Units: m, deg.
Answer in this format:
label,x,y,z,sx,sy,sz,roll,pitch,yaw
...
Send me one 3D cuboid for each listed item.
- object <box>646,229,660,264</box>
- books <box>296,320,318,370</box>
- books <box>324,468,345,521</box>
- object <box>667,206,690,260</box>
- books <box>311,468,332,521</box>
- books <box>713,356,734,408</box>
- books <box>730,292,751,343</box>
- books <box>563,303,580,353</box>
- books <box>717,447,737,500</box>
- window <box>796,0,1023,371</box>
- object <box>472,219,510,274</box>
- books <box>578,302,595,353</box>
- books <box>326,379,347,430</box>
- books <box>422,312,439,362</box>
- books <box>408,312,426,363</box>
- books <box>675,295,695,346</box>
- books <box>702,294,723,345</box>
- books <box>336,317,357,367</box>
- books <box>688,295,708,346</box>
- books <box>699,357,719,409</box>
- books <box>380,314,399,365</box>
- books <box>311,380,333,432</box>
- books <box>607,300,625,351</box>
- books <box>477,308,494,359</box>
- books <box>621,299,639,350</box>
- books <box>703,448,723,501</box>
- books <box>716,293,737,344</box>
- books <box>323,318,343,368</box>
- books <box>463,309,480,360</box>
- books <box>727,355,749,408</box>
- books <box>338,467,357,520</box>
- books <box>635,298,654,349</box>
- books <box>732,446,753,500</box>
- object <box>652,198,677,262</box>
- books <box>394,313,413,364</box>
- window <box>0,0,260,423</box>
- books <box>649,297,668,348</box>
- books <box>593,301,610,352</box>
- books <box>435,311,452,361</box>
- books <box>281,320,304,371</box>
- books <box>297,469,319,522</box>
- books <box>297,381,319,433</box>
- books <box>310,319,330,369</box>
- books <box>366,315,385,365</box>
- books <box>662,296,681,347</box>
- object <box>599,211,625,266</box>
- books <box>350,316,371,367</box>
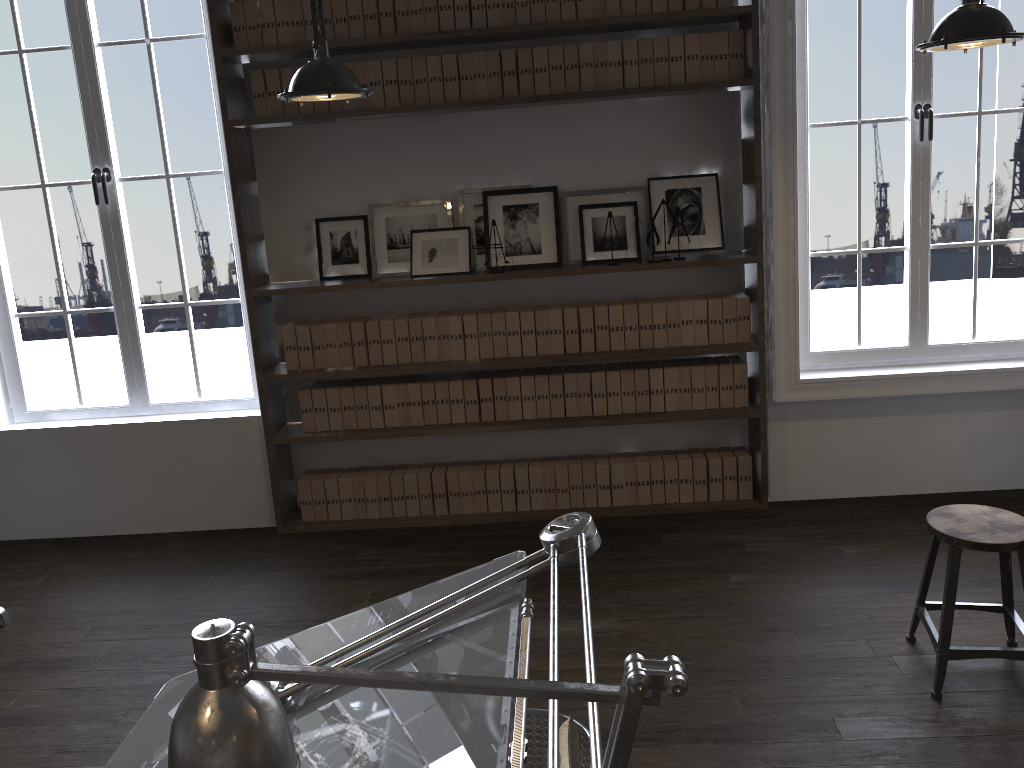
label,x,y,z,sx,sy,sz,roll,pitch,yaw
object,0.667,-0.650,4.184,0.066,0.164,0.040,-4,11,4
books,-1.027,-0.199,4.485,0.066,0.223,0.176,-4,12,4
books,-0.919,0.577,4.637,0.067,0.223,0.176,-4,12,4
object,0.795,-0.720,4.229,0.110,0.259,0.040,-4,11,4
books,-0.988,0.580,4.645,0.066,0.223,0.176,-4,12,4
books,1.056,-0.011,4.425,0.066,0.223,0.176,-4,12,4
books,1.122,-0.327,4.352,0.067,0.223,0.176,-4,12,4
books,0.295,-0.279,4.409,0.066,0.223,0.176,-4,12,4
books,1.097,0.456,4.517,0.066,0.223,0.176,-4,12,4
window,1.897,-1.190,4.112,1.244,2.287,0.155,-4,11,4
object,-0.104,-0.655,4.236,0.174,0.258,0.040,-4,11,4
books,0.368,-0.282,4.399,0.067,0.223,0.176,-4,12,4
books,-0.889,0.106,4.543,0.066,0.223,0.176,-4,12,4
books,-0.399,-0.236,4.446,0.067,0.223,0.176,-4,12,4
books,-0.465,-0.234,4.456,0.066,0.223,0.176,-4,12,4
books,0.852,-0.311,4.371,0.066,0.223,0.176,-4,12,4
books,0.988,-0.320,4.365,0.066,0.223,0.176,-4,12,4
books,-0.826,-0.212,4.479,0.066,0.223,0.176,-4,12,4
books,0.918,-0.315,4.365,0.067,0.223,0.176,-4,12,4
books,0.985,-0.007,4.429,0.066,0.223,0.176,-4,12,4
books,-0.607,-0.224,4.461,0.066,0.223,0.176,-4,12,4
books,-0.961,0.111,4.544,0.066,0.223,0.176,-4,12,4
books,0.514,-0.291,4.391,0.066,0.223,0.176,-4,12,4
books,-0.127,-0.254,4.434,0.066,0.223,0.176,-4,12,4
books,0.585,-0.296,4.391,0.066,0.223,0.176,-4,12,4
books,1.023,0.461,4.516,0.067,0.223,0.176,-4,12,4
books,1.058,-0.325,4.362,0.066,0.223,0.176,-4,12,4
books,-0.891,-0.208,4.481,0.066,0.223,0.176,-4,12,4
books,-0.197,-0.249,4.435,0.067,0.223,0.176,-4,12,4
books,1.126,-0.014,4.416,0.066,0.223,0.176,-4,12,4
books,-0.846,0.572,4.634,0.066,0.223,0.176,-4,12,4
books,0.655,-0.300,4.386,0.066,0.223,0.176,-4,12,4
books,1.172,0.452,4.510,0.066,0.223,0.176,-4,12,4
object,0.723,-0.729,4.202,0.118,0.301,0.040,-4,11,4
books,-0.536,-0.229,4.461,0.066,0.223,0.176,-4,12,4
window,-2.045,-0.977,4.477,1.482,2.473,0.155,-4,11,4
books,0.722,-0.303,4.376,0.067,0.223,0.176,-4,12,4
books,0.443,-0.288,4.400,0.066,0.223,0.176,-4,12,4
books,-0.332,-0.241,4.447,0.066,0.223,0.176,-4,12,4
books,-1.099,-0.195,4.493,0.066,0.223,0.176,-4,12,4
books,-1.058,0.584,4.651,0.066,0.223,0.176,-4,12,4
books,-1.033,0.115,4.548,0.067,0.223,0.176,-4,12,4
books,-0.955,-0.203,4.480,0.067,0.223,0.176,-4,12,4
books,-0.677,-0.221,4.470,0.066,0.223,0.176,-4,12,4
books,0.789,-0.308,4.377,0.066,0.223,0.176,-4,12,4
object,0.473,-0.691,4.213,0.124,0.258,0.040,-4,11,4
books,-0.752,-0.215,4.469,0.067,0.223,0.176,-4,12,4
